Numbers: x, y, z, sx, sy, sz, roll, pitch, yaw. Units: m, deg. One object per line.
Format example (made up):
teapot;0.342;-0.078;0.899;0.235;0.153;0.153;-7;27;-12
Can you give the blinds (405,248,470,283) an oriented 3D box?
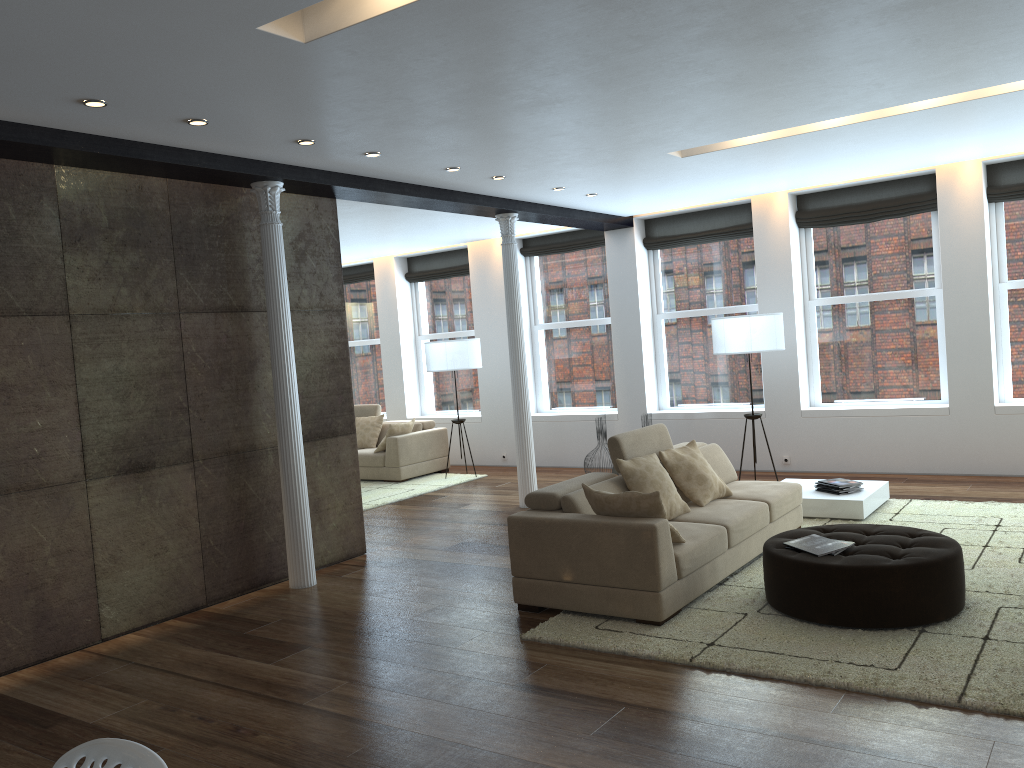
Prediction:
blinds;-0.974;-1.681;12.545;1.342;0.393;0.156;-3;3;35

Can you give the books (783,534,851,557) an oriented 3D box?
books;1.693;0.897;4.939;0.220;0.040;0.301;-5;3;-20

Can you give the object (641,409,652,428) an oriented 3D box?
object;1.534;0.674;9.972;0.458;0.781;0.458;-3;3;34

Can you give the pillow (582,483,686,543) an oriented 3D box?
pillow;0.711;0.761;5.186;0.518;0.393;0.395;-2;3;39

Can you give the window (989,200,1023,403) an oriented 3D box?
window;5.311;-0.960;8.285;1.443;2.400;0.123;-3;3;35

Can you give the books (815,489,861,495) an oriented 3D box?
books;2.728;0.892;7.425;0.220;0.010;0.300;-5;3;-20

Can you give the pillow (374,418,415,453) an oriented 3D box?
pillow;-1.488;0.655;11.327;0.395;0.393;0.518;-3;3;32

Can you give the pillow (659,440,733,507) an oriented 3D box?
pillow;1.319;0.645;6.446;0.368;0.416;0.519;-2;3;40

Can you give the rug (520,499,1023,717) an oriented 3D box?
rug;2.472;1.173;5.763;2.972;0.020;4.231;-3;3;35

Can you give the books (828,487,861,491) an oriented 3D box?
books;2.750;0.861;7.432;0.220;0.010;0.300;-5;3;-5

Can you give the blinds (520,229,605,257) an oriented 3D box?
blinds;0.710;-1.818;11.351;1.396;0.275;0.156;-3;3;35

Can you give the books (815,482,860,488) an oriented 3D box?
books;2.724;0.834;7.422;0.220;0.010;0.300;-5;3;-20

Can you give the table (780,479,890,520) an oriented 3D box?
table;2.654;0.981;7.598;0.900;0.170;0.900;-3;3;35

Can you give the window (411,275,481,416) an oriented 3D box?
window;-0.859;-0.676;12.641;1.345;2.400;0.123;-3;3;35

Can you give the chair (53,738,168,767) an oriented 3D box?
chair;-0.943;1.210;1.698;0.495;0.835;0.581;-3;3;35

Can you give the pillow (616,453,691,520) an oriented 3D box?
pillow;0.950;0.686;5.943;0.301;0.439;0.534;-2;3;39

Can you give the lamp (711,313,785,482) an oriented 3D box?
lamp;2.413;0.175;8.912;0.698;1.728;0.698;-6;3;-31

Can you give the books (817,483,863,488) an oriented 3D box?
books;2.748;0.842;7.431;0.220;0.010;0.300;-7;3;-40

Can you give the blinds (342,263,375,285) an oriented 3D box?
blinds;-2.441;-1.673;13.575;1.442;0.275;0.156;-3;3;35

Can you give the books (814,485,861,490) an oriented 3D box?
books;2.725;0.854;7.423;0.220;0.010;0.300;-6;3;-30

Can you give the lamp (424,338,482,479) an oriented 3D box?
lamp;-0.680;0.316;11.096;0.698;1.728;0.698;-6;3;-31

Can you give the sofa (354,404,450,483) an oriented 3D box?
sofa;-2.178;0.782;12.101;2.581;0.950;1.018;-3;3;35

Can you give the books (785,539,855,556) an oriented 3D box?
books;1.718;0.902;4.949;0.219;0.031;0.300;-7;3;-40

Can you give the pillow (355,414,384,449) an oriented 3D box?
pillow;-1.974;0.643;11.958;0.534;0.439;0.301;-3;3;32

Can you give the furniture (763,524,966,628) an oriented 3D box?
furniture;1.972;1.058;5.021;1.057;0.355;1.057;-3;3;37

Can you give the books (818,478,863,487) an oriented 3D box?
books;2.747;0.823;7.430;0.220;0.010;0.300;-5;3;-15

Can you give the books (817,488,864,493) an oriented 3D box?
books;2.751;0.881;7.433;0.220;0.010;0.300;-6;3;-35

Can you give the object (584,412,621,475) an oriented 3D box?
object;1.029;0.709;10.064;0.458;0.781;0.458;-3;3;34

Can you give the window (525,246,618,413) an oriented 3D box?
window;0.829;-0.753;11.449;1.391;2.400;0.123;-3;3;35

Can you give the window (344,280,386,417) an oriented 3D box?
window;-2.324;-0.608;13.676;1.444;2.400;0.123;-3;3;35

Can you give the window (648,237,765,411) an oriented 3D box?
window;2.308;-0.821;10.405;1.432;2.400;0.123;-3;3;35

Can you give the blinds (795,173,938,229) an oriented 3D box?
blinds;3.695;-1.889;9.249;1.439;0.424;0.156;-3;3;35

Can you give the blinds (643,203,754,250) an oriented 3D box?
blinds;2.185;-1.825;10.296;1.431;0.395;0.183;-3;3;35

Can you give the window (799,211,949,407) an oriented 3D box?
window;3.807;-0.890;9.347;1.442;2.400;0.123;-3;3;35

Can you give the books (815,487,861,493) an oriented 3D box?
books;2.727;0.873;7.424;0.220;0.010;0.300;-5;3;-20

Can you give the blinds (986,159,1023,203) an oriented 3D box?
blinds;5.197;-1.966;8.188;1.442;0.393;0.156;-3;3;35

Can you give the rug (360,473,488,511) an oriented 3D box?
rug;-2.882;1.349;11.100;4.231;0.020;2.972;-3;3;35

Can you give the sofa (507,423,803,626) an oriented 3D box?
sofa;1.117;0.794;6.148;1.021;0.950;2.581;-3;3;35
